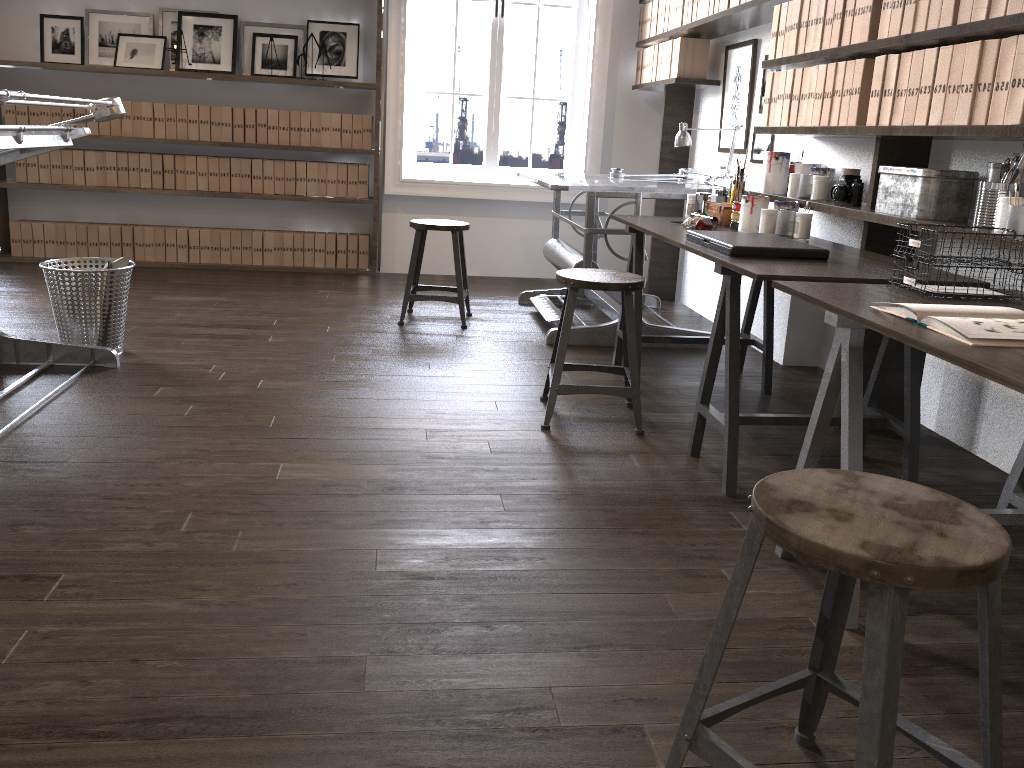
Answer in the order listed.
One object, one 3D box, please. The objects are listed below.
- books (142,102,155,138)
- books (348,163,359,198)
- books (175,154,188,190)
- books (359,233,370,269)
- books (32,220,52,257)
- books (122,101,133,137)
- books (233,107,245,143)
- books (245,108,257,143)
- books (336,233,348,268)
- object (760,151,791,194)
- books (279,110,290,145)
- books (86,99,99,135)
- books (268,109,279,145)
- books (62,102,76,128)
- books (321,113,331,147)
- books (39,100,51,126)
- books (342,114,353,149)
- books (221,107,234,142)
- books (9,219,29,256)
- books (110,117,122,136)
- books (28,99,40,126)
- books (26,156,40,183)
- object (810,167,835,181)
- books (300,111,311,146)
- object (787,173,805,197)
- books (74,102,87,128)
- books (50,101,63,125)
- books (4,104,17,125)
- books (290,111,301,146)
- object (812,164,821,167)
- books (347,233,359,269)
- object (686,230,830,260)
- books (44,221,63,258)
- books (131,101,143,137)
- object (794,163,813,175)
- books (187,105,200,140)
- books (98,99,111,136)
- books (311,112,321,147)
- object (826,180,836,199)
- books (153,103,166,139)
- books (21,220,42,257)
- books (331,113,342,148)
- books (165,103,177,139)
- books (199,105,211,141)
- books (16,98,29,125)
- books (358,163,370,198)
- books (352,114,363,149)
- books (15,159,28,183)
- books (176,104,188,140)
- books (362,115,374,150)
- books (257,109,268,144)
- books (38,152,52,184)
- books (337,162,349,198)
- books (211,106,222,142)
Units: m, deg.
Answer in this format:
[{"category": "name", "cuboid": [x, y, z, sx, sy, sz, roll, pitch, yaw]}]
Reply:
[{"category": "books", "cuboid": [-2.356, -1.721, 5.782, 0.066, 0.223, 0.177, 1, 14, -8]}, {"category": "books", "cuboid": [-1.079, -1.386, 6.028, 0.066, 0.223, 0.176, 1, 14, -8]}, {"category": "books", "cuboid": [-2.180, -1.408, 5.882, 0.066, 0.223, 0.177, 1, 14, -8]}, {"category": "books", "cuboid": [-1.025, -0.921, 6.144, 0.066, 0.223, 0.177, 2, 14, -8]}, {"category": "books", "cuboid": [-3.105, -0.961, 5.866, 0.067, 0.223, 0.177, 2, 14, -8]}, {"category": "books", "cuboid": [-2.484, -1.723, 5.762, 0.067, 0.223, 0.177, 2, 14, -8]}, {"category": "books", "cuboid": [-1.795, -1.711, 5.859, 0.066, 0.223, 0.177, 1, 14, -8]}, {"category": "books", "cuboid": [-1.721, -1.708, 5.864, 0.067, 0.223, 0.177, 2, 14, -8]}, {"category": "books", "cuboid": [-1.173, -0.923, 6.121, 0.067, 0.223, 0.177, 2, 14, -8]}, {"category": "object", "cuboid": [1.122, -0.899, 3.772, 0.107, 0.175, 0.108, 2, 14, -6]}, {"category": "books", "cuboid": [-1.507, -1.705, 5.897, 0.066, 0.223, 0.176, 2, 14, -8]}, {"category": "books", "cuboid": [-2.691, -1.727, 5.736, 0.066, 0.223, 0.176, 2, 14, -8]}, {"category": "books", "cuboid": [-1.576, -1.705, 5.884, 0.066, 0.223, 0.176, 1, 14, -8]}, {"category": "books", "cuboid": [-2.836, -1.730, 5.716, 0.067, 0.223, 0.177, 1, 14, -8]}, {"category": "books", "cuboid": [-1.241, -1.699, 5.929, 0.066, 0.223, 0.177, 2, 14, -8]}, {"category": "books", "cuboid": [-2.975, -1.733, 5.701, 0.066, 0.223, 0.177, 1, 14, -8]}, {"category": "books", "cuboid": [-1.105, -1.697, 5.949, 0.066, 0.223, 0.177, 2, 14, -8]}, {"category": "books", "cuboid": [-1.870, -1.712, 5.847, 0.066, 0.223, 0.177, 2, 14, -8]}, {"category": "books", "cuboid": [-3.244, -0.965, 5.853, 0.066, 0.223, 0.176, 1, 14, -8]}, {"category": "books", "cuboid": [-2.551, -1.726, 5.759, 0.066, 0.223, 0.177, 1, 14, -8]}, {"category": "books", "cuboid": [-3.037, -1.733, 5.688, 0.067, 0.223, 0.177, 2, 14, -8]}, {"category": "books", "cuboid": [-3.085, -1.424, 5.756, 0.066, 0.223, 0.177, 1, 14, -8]}, {"category": "object", "cuboid": [1.257, -0.815, 3.600, 0.094, 0.126, 0.095, 9, 15, 22]}, {"category": "books", "cuboid": [-1.369, -1.701, 5.909, 0.067, 0.223, 0.177, 1, 14, -8]}, {"category": "object", "cuboid": [1.148, -0.801, 3.575, 0.062, 0.093, 0.062, -2, 15, -21]}, {"category": "books", "cuboid": [-2.762, -1.730, 5.731, 0.066, 0.223, 0.177, 2, 14, -8]}, {"category": "books", "cuboid": [-2.910, -1.733, 5.712, 0.066, 0.223, 0.177, 2, 14, -8]}, {"category": "books", "cuboid": [-3.181, -1.737, 5.672, 0.066, 0.223, 0.176, 1, 14, -8]}, {"category": "books", "cuboid": [-1.436, -1.704, 5.906, 0.066, 0.223, 0.177, 2, 14, -8]}, {"category": "object", "cuboid": [1.261, -0.865, 3.744, 0.072, 0.127, 0.071, 14, 17, 38]}, {"category": "books", "cuboid": [-1.100, -0.923, 6.136, 0.066, 0.223, 0.177, 1, 14, -8]}, {"category": "object", "cuboid": [0.776, -0.450, 2.850, 0.312, 0.033, 0.451, 1, 16, -8]}, {"category": "books", "cuboid": [-3.033, -0.960, 5.877, 0.066, 0.223, 0.177, 1, 14, -8]}, {"category": "books", "cuboid": [-2.418, -1.723, 5.775, 0.066, 0.223, 0.177, 1, 14, -8]}, {"category": "object", "cuboid": [1.207, -0.852, 3.686, 0.070, 0.129, 0.070, 11, 16, 29]}, {"category": "books", "cuboid": [-2.076, -1.715, 5.819, 0.066, 0.223, 0.176, 2, 14, -8]}, {"category": "books", "cuboid": [-2.622, -1.727, 5.749, 0.066, 0.223, 0.176, 1, 14, -8]}, {"category": "books", "cuboid": [-1.303, -1.701, 5.923, 0.066, 0.223, 0.177, 2, 14, -8]}, {"category": "object", "cuboid": [1.255, -0.769, 3.521, 0.054, 0.079, 0.055, 8, 15, 19]}, {"category": "books", "cuboid": [-2.284, -1.719, 5.789, 0.067, 0.223, 0.177, 2, 14, -8]}, {"category": "books", "cuboid": [-3.175, -0.963, 5.860, 0.066, 0.223, 0.177, 1, 14, -8]}, {"category": "books", "cuboid": [-1.174, -1.697, 5.936, 0.067, 0.223, 0.177, 1, 14, -8]}, {"category": "books", "cuboid": [-2.214, -1.719, 5.802, 0.066, 0.223, 0.177, 1, 14, -8]}, {"category": "books", "cuboid": [-2.004, -1.713, 5.825, 0.066, 0.223, 0.177, 2, 14, -8]}, {"category": "books", "cuboid": [-3.108, -1.735, 5.679, 0.066, 0.223, 0.177, 1, 14, -8]}, {"category": "books", "cuboid": [-1.009, -1.384, 6.033, 0.066, 0.223, 0.176, 2, 14, -8]}, {"category": "books", "cuboid": [-1.036, -1.696, 5.960, 0.066, 0.223, 0.176, 2, 14, -8]}, {"category": "books", "cuboid": [-3.157, -1.425, 5.746, 0.067, 0.223, 0.177, 2, 14, -8]}, {"category": "books", "cuboid": [-2.145, -1.718, 5.813, 0.066, 0.223, 0.176, 1, 14, -8]}, {"category": "books", "cuboid": [-0.971, -1.693, 5.962, 0.067, 0.223, 0.177, 2, 14, -8]}, {"category": "books", "cuboid": [-1.647, -1.708, 5.879, 0.066, 0.223, 0.177, 1, 14, -8]}, {"category": "books", "cuboid": [-3.014, -1.424, 5.769, 0.066, 0.223, 0.176, 1, 14, -8]}, {"category": "books", "cuboid": [-1.150, -1.388, 6.018, 0.066, 0.223, 0.177, 1, 14, -8]}, {"category": "books", "cuboid": [-1.932, -1.712, 5.834, 0.067, 0.223, 0.177, 1, 14, -8]}]
